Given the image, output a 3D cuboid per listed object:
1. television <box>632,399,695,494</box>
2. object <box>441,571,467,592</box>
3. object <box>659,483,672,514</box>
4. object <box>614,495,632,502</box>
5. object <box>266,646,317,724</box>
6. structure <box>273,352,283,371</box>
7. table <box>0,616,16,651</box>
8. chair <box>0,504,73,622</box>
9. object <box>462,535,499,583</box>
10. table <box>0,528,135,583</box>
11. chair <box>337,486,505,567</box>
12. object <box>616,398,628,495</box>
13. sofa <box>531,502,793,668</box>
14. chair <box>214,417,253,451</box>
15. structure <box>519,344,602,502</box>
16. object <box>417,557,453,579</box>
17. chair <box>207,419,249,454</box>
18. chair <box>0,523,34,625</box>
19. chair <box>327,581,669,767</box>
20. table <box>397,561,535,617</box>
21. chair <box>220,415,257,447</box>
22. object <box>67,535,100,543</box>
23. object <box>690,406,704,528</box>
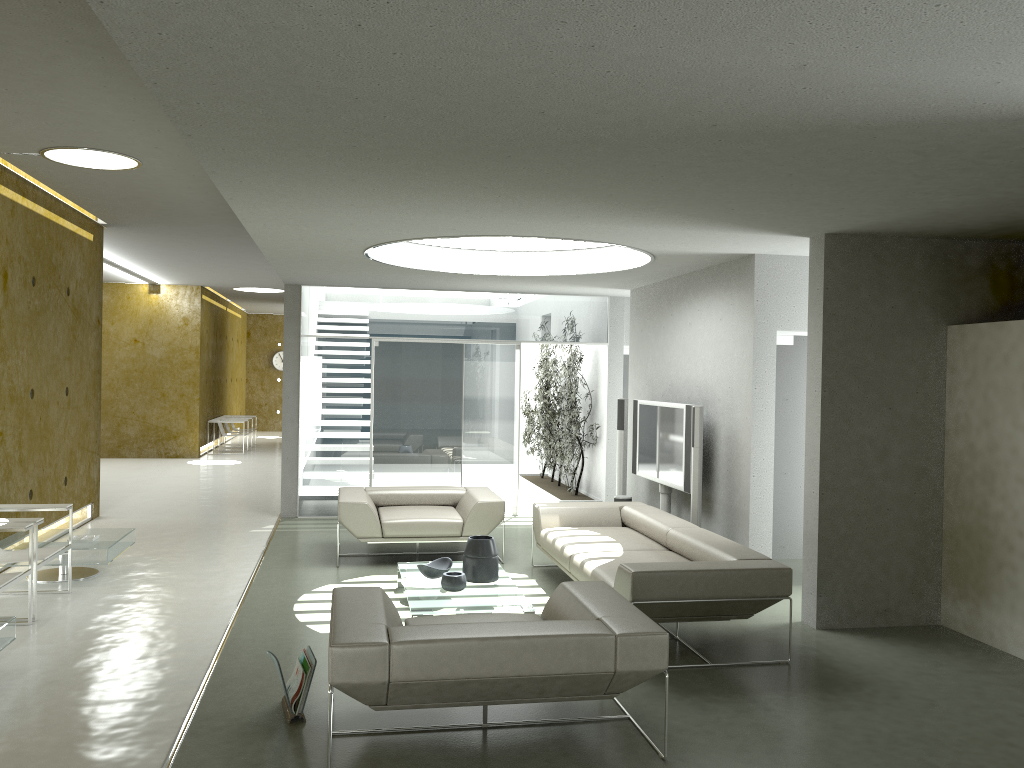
[{"bbox_3d":[1.468,0.562,8.492,0.127,0.781,1.603,1,1,-11],"label":"television"},{"bbox_3d":[-0.403,1.371,6.144,0.177,0.113,0.177,1,1,-30],"label":"object"},{"bbox_3d":[1.401,1.295,8.489,0.323,0.689,0.882,1,1,-11],"label":"object"},{"bbox_3d":[1.145,1.397,9.214,0.175,0.461,0.185,1,1,-16],"label":"object"},{"bbox_3d":[-1.100,1.487,4.411,0.216,0.288,0.329,1,1,-21],"label":"object"},{"bbox_3d":[-6.419,-0.641,24.836,0.547,0.539,0.016,1,1,-11],"label":"structure"},{"bbox_3d":[-3.130,1.443,4.427,0.900,0.300,0.900,1,1,-11],"label":"table"},{"bbox_3d":[-3.586,1.234,6.220,0.710,0.667,0.800,1,1,-11],"label":"chair"},{"bbox_3d":[-0.228,1.273,6.465,0.265,0.309,0.265,1,1,-28],"label":"object"},{"bbox_3d":[-3.654,1.407,7.227,0.900,0.300,0.900,1,1,-11],"label":"table"},{"bbox_3d":[-0.880,1.307,8.312,1.481,0.583,1.039,1,1,-11],"label":"chair"},{"bbox_3d":[1.194,0.890,9.612,0.310,1.469,0.310,1,1,16],"label":"object"},{"bbox_3d":[0.920,1.355,6.590,1.037,0.585,2.791,1,1,-11],"label":"sofa"},{"bbox_3d":[-5.998,1.068,19.110,0.710,0.667,0.800,1,1,-11],"label":"chair"},{"bbox_3d":[0.551,0.290,12.628,0.646,2.589,3.371,1,1,-11],"label":"structure"},{"bbox_3d":[-0.566,1.359,6.505,0.223,0.125,0.317,1,1,26],"label":"object"},{"bbox_3d":[-5.840,1.079,18.269,0.710,0.667,0.800,1,1,-11],"label":"chair"},{"bbox_3d":[-3.429,1.245,5.379,0.710,0.667,0.800,1,1,-11],"label":"chair"},{"bbox_3d":[-0.126,1.359,4.284,1.481,0.583,1.039,1,1,-11],"label":"chair"},{"bbox_3d":[-0.380,1.526,6.353,0.790,0.200,1.500,1,1,-11],"label":"table"},{"bbox_3d":[-6.155,1.057,19.952,0.710,0.667,0.800,1,1,-11],"label":"chair"},{"bbox_3d":[-3.446,1.247,7.132,0.197,0.029,0.189,1,1,-11],"label":"object"},{"bbox_3d":[1.540,0.917,7.400,0.310,1.469,0.310,1,1,-34],"label":"object"}]
